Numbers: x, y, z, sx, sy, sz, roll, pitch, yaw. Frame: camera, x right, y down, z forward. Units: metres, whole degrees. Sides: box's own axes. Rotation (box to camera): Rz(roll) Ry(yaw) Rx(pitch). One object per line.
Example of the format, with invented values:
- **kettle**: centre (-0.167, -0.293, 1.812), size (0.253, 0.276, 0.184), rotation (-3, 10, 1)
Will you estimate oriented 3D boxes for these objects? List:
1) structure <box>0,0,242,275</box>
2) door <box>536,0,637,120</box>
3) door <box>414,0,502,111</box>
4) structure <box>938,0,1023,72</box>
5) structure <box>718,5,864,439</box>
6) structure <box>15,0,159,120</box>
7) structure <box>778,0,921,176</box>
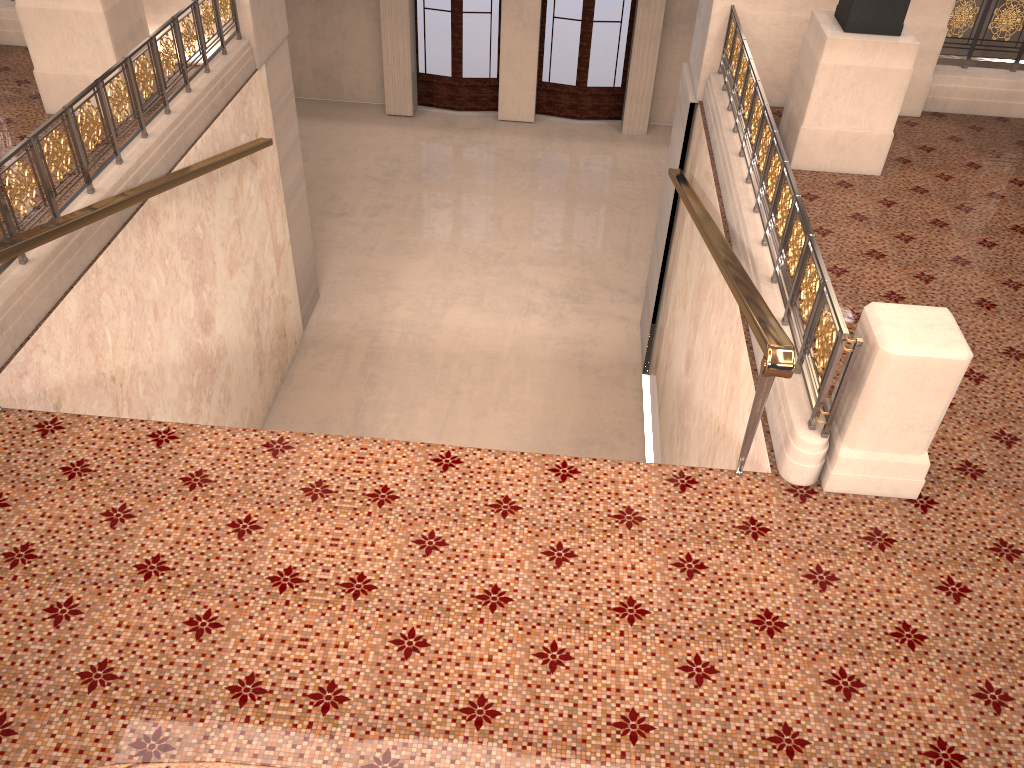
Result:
- **structure**: centre (-2.597, -1.797, 5.836), size (0.079, 0.570, 4.661), rotation (5, 40, 3)
- **door**: centre (1.196, -5.661, 14.195), size (1.491, 2.883, 0.146), rotation (5, 41, 2)
- **door**: centre (-0.883, -5.833, 14.259), size (1.491, 2.883, 0.146), rotation (5, 41, 2)
- **structure**: centre (4.934, -3.018, 7.631), size (2.533, 0.693, 0.030), rotation (5, 41, 2)
- **structure**: centre (1.618, -1.448, 5.706), size (0.079, 0.570, 4.660), rotation (5, 40, 2)
- **structure**: centre (-3.300, -3.469, 6.347), size (0.700, 2.951, 0.661), rotation (5, 41, 2)
- **structure**: centre (2.605, -2.980, 6.165), size (0.700, 2.951, 0.661), rotation (5, 41, 2)
